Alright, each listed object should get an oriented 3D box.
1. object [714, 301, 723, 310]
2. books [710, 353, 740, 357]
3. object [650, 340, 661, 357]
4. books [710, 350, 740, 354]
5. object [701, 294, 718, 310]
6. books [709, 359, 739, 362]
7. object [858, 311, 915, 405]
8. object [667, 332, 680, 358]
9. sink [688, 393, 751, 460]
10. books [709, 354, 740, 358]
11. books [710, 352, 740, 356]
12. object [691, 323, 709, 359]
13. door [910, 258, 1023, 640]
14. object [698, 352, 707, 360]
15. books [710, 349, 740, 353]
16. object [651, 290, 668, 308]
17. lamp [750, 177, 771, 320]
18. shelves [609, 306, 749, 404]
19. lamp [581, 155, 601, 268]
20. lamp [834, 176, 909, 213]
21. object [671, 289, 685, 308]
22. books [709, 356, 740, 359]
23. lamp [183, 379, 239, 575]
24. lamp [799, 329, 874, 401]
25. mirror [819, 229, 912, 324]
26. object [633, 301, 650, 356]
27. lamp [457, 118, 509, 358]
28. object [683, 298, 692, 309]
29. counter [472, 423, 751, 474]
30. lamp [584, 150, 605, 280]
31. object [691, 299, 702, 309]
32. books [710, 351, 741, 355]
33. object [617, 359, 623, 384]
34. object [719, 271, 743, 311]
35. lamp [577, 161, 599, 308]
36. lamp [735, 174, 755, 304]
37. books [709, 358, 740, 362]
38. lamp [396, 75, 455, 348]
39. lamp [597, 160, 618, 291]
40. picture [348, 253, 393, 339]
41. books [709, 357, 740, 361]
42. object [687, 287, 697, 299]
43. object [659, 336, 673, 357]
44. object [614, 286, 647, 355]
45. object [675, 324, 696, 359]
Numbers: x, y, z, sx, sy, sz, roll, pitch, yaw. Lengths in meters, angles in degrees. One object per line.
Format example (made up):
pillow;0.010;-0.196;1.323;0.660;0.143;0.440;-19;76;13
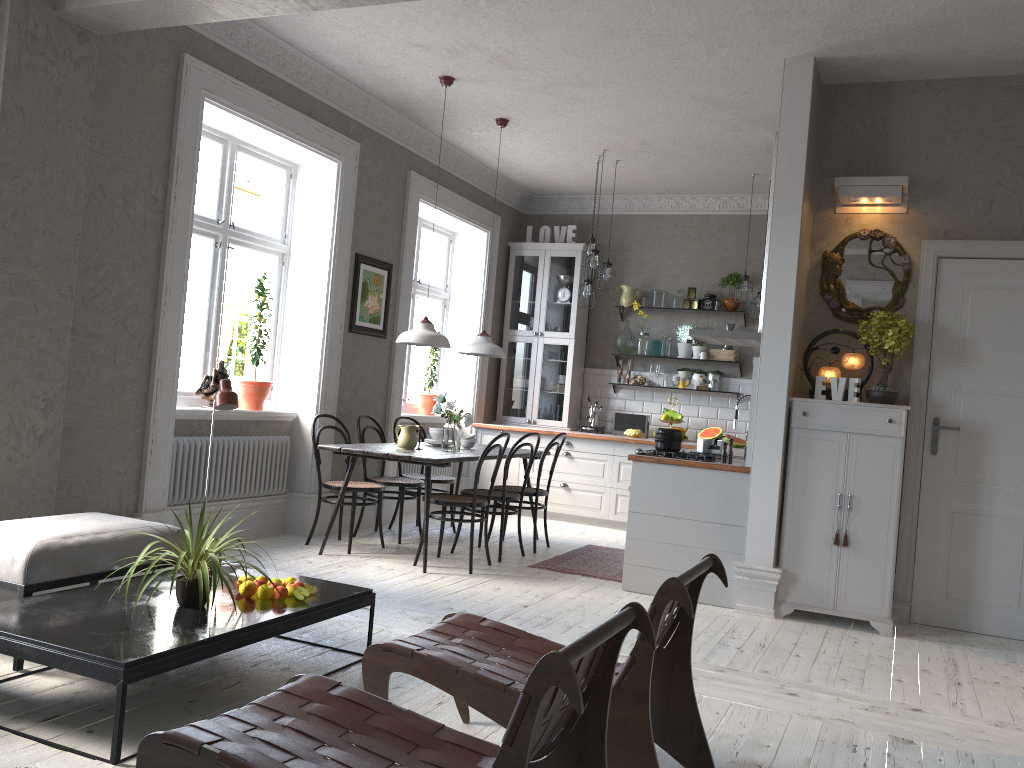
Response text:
object;2.017;-0.760;8.637;0.092;0.096;0.076;5;-1;24
books;2.084;-0.282;8.677;0.257;0.011;0.160;5;-1;26
object;1.462;-0.356;8.964;0.124;0.172;0.128;4;-1;27
books;2.087;-0.314;8.678;0.256;0.016;0.161;4;-1;32
object;1.960;-0.802;8.771;0.140;0.174;0.144;5;-1;23
books;2.079;-0.227;8.676;0.257;0.011;0.160;5;-1;26
object;2.201;-0.153;5.197;0.347;0.553;0.291;5;-1;-33
object;1.624;-0.387;8.965;0.129;0.264;0.134;4;-1;29
sink;1.539;0.414;6.387;0.520;0.720;0.493;5;-1;23
books;2.083;-0.271;8.677;0.256;0.011;0.160;4;-1;29
books;2.085;-0.293;8.677;0.256;0.011;0.160;4;-1;29
object;1.851;-0.430;8.750;0.186;0.380;0.167;5;-1;-16
door;2.806;0.360;5.154;0.740;2.183;0.081;5;-1;22
object;1.872;-0.275;8.663;0.064;0.071;0.104;6;-1;-36
books;2.088;-0.325;8.678;0.256;0.011;0.160;4;-1;29
object;1.482;-0.845;8.928;0.175;0.184;0.169;5;-1;-28
lamp;2.282;-1.444;7.928;0.147;1.735;0.146;5;-1;-5
shelves;1.652;-0.284;8.849;1.296;0.923;0.232;5;-1;23
lamp;0.750;-1.885;7.695;0.145;1.735;0.148;5;-1;10
lamp;2.186;-1.149;5.395;0.409;0.171;0.223;5;-1;23
object;1.685;-0.845;8.948;0.141;0.220;0.138;5;-1;-17
books;2.082;-0.260;8.677;0.256;0.016;0.161;4;-1;32
lamp;-1.281;0.394;3.765;0.140;0.839;0.247;5;-1;-31
lamp;1.971;-0.055;5.374;0.441;0.558;0.175;4;-1;31
mirror;2.175;-0.668;5.463;0.524;0.593;0.072;5;-1;23
object;1.290;-0.558;8.887;0.189;0.540;0.284;5;-1;16
lamp;-0.157;-1.144;6.920;0.372;1.859;0.386;4;-1;31
object;1.747;-0.789;8.807;0.081;0.113;0.084;5;-1;23
counter;0.702;0.481;7.446;3.113;0.039;3.442;5;-1;24
lamp;0.760;-1.756;7.510;0.149;1.735;0.144;5;-1;-20
object;1.825;-0.783;8.771;0.081;0.113;0.084;4;-1;33
books;2.086;-0.303;8.677;0.256;0.016;0.161;4;-1;36
object;1.107;-0.130;9.080;0.053;0.264;0.061;5;-1;-5
object;2.161;-0.898;8.641;0.246;0.397;0.255;6;-1;-42
lamp;0.726;-1.544;7.862;0.148;1.735;0.145;5;-1;-10
lamp;2.120;-1.582;7.854;0.150;1.735;0.144;6;-1;-35
books;2.080;-0.239;8.676;0.256;0.011;0.160;4;-1;29
lamp;-0.529;-1.187;6.093;0.386;1.859;0.372;5;-1;-29
lamp;0.897;-1.690;7.795;0.145;1.735;0.148;5;-1;10
picture;-1.120;-0.692;7.078;0.019;0.619;0.529;4;-1;24
books;2.081;-0.249;8.676;0.256;0.016;0.161;4;-1;36
object;1.782;-0.898;8.785;0.082;0.113;0.083;5;-1;3
object;1.538;-0.367;8.834;0.127;0.206;0.122;6;-1;-44
object;1.156;-0.636;8.995;0.336;0.674;0.336;5;-1;-8
object;1.751;-0.425;8.848;0.240;0.354;0.239;4;-1;41
